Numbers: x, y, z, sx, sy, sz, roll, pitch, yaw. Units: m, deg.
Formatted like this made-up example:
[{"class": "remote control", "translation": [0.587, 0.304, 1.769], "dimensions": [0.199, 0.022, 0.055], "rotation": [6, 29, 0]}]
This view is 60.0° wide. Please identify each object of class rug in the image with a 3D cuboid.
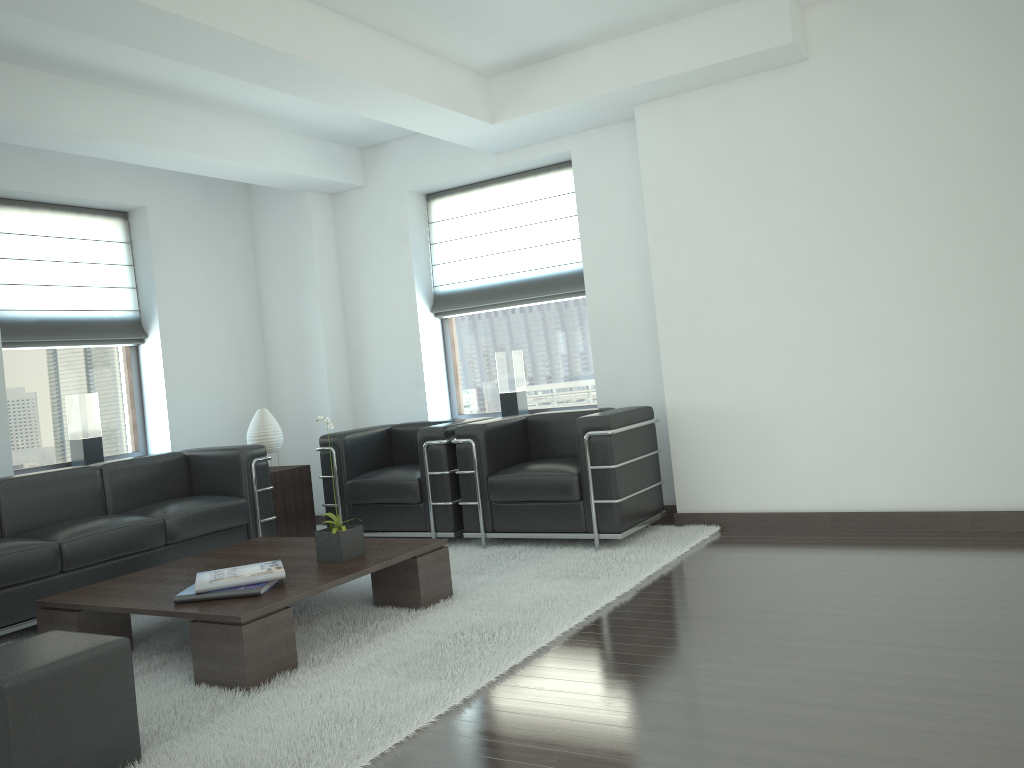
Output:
[{"class": "rug", "translation": [-1.918, 1.681, 6.604], "dimensions": [5.160, 0.110, 6.261], "rotation": [-5, 1, 31]}]

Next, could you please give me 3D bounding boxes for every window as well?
[{"class": "window", "translation": [-4.627, -0.466, 9.060], "dimensions": [0.146, 2.733, 1.702], "rotation": [-6, -1, 31]}, {"class": "window", "translation": [0.095, -0.971, 10.007], "dimensions": [2.129, 2.733, 0.146], "rotation": [-6, -1, 31]}]

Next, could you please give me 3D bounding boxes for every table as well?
[{"class": "table", "translation": [-2.564, 1.324, 9.359], "dimensions": [0.785, 0.845, 0.527], "rotation": [-6, 0, 31]}, {"class": "table", "translation": [-1.759, 1.482, 6.086], "dimensions": [1.918, 0.441, 1.939], "rotation": [-5, 1, 31]}]

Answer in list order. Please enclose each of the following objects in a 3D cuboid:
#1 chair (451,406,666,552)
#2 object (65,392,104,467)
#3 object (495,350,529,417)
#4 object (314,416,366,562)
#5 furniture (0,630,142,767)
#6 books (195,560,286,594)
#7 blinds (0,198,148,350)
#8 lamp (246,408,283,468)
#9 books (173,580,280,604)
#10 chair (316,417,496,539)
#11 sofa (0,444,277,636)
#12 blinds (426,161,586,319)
[{"class": "chair", "translation": [0.437, 0.859, 8.132], "dimensions": [1.643, 1.171, 1.125], "rotation": [-6, 0, 31]}, {"class": "object", "translation": [-4.309, 0.486, 8.946], "dimensions": [0.243, 0.776, 0.239], "rotation": [-6, -1, 31]}, {"class": "object", "translation": [0.002, 0.026, 9.744], "dimensions": [0.243, 0.776, 0.239], "rotation": [-6, -1, 31]}, {"class": "object", "translation": [-1.247, 0.708, 6.128], "dimensions": [0.335, 0.992, 0.252], "rotation": [-6, -1, 31]}, {"class": "furniture", "translation": [-2.084, 1.466, 3.895], "dimensions": [0.601, 0.579, 0.589], "rotation": [-6, 0, 31]}, {"class": "books", "translation": [-1.687, 1.193, 5.504], "dimensions": [0.519, 0.045, 0.445], "rotation": [-6, 1, -18]}, {"class": "blinds", "translation": [-4.552, -1.104, 8.994], "dimensions": [0.222, 1.477, 1.688], "rotation": [-6, 0, 31]}, {"class": "lamp", "translation": [-2.598, 0.578, 9.327], "dimensions": [0.375, 0.655, 0.374], "rotation": [-6, -1, -30]}, {"class": "books", "translation": [-1.724, 1.244, 5.423], "dimensions": [0.518, 0.045, 0.446], "rotation": [-6, 1, 2]}, {"class": "chair", "translation": [-0.996, 0.994, 9.002], "dimensions": [1.643, 1.171, 1.125], "rotation": [-6, 0, 31]}, {"class": "sofa", "translation": [-3.568, 1.288, 7.256], "dimensions": [1.122, 1.170, 3.481], "rotation": [-6, 1, 31]}, {"class": "blinds", "translation": [-0.053, -1.585, 9.871], "dimensions": [2.120, 1.477, 0.222], "rotation": [-6, -1, 31]}]
